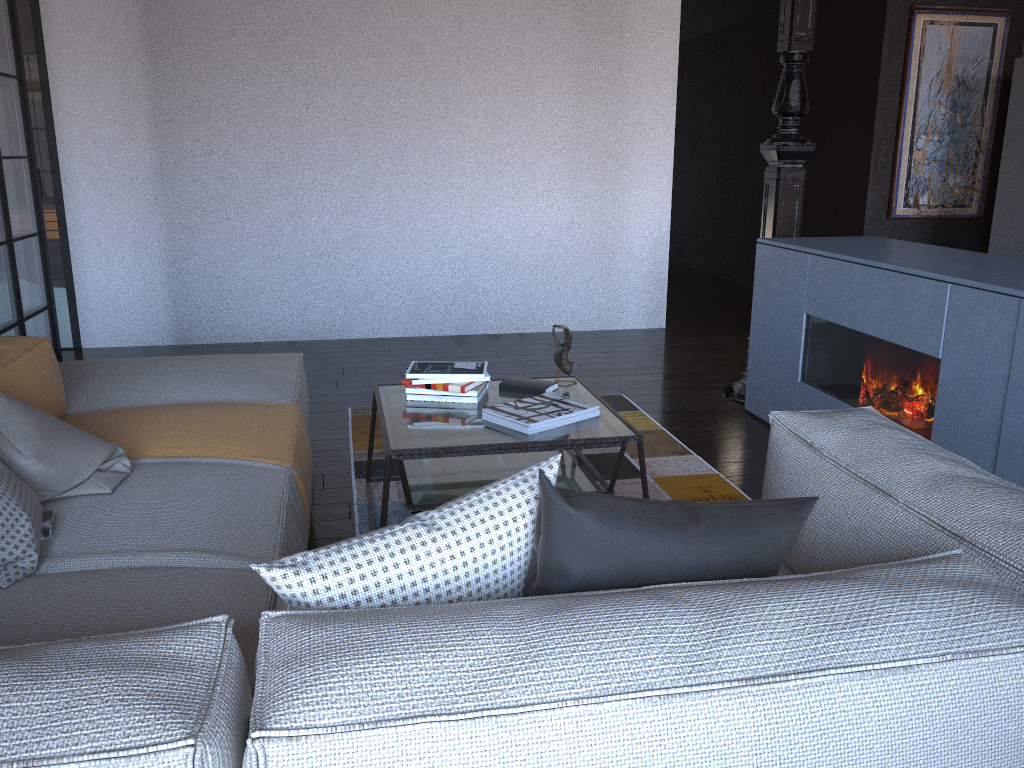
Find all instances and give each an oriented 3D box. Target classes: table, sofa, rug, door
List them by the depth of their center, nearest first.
[{"bbox_3d":[-0.468,0.269,2.505,2.536,0.698,3.295,-3,15,-11],"label":"sofa"},{"bbox_3d":[-0.056,0.265,2.964,0.842,0.389,0.847,-3,15,-11],"label":"table"},{"bbox_3d":[0.114,0.375,3.378,1.432,0.013,2.360,-3,15,-11],"label":"rug"},{"bbox_3d":[-4.725,-1.318,5.015,4.185,2.597,0.138,-3,15,-11],"label":"door"}]

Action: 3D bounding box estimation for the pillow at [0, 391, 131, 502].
[{"bbox_3d":[-1.158,0.135,2.208,0.484,0.314,0.358,9,17,31],"label":"pillow"}]

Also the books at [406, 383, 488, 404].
[{"bbox_3d":[-0.222,0.024,3.080,0.247,0.024,0.208,2,15,8],"label":"books"}]

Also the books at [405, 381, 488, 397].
[{"bbox_3d":[-0.223,0.002,3.074,0.251,0.023,0.208,2,15,8],"label":"books"}]

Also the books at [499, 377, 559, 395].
[{"bbox_3d":[0.062,0.005,3.148,0.181,0.029,0.129,7,16,25],"label":"books"}]

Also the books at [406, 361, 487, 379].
[{"bbox_3d":[-0.222,-0.050,3.057,0.268,0.014,0.196,0,15,0],"label":"books"}]

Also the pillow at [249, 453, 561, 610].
[{"bbox_3d":[-0.131,0.317,1.364,0.543,0.403,0.250,-8,17,-28],"label":"pillow"}]

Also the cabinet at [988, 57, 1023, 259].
[{"bbox_3d":[3.899,-0.667,3.875,0.713,1.811,4.167,-3,15,-11],"label":"cabinet"}]

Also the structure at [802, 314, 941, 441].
[{"bbox_3d":[1.498,-0.025,3.404,0.332,0.395,0.942,-3,15,-11],"label":"structure"}]

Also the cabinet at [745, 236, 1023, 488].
[{"bbox_3d":[1.721,0.080,2.893,0.607,0.845,2.956,-3,15,-11],"label":"cabinet"}]

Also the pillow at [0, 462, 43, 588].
[{"bbox_3d":[-1.154,0.201,1.839,0.293,0.355,0.495,-7,16,-25],"label":"pillow"}]

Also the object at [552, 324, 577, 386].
[{"bbox_3d":[0.179,-0.111,3.204,0.099,0.223,0.093,8,17,28],"label":"object"}]

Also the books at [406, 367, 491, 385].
[{"bbox_3d":[-0.222,-0.035,3.061,0.268,0.014,0.196,-3,15,-12],"label":"books"}]

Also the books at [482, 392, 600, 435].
[{"bbox_3d":[0.093,0.090,2.811,0.308,0.038,0.225,-12,19,-39],"label":"books"}]

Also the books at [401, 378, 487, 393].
[{"bbox_3d":[-0.227,-0.013,3.046,0.239,0.023,0.190,6,16,23],"label":"books"}]

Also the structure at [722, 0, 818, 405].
[{"bbox_3d":[-2.123,-0.601,2.361,8.510,2.398,0.481,-8,17,-29],"label":"structure"}]

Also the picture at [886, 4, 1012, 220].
[{"bbox_3d":[3.151,-1.940,6.416,0.780,1.472,0.067,-3,15,-11],"label":"picture"}]

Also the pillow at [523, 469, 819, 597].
[{"bbox_3d":[0.205,0.295,1.400,0.538,0.418,0.238,-5,16,-21],"label":"pillow"}]
